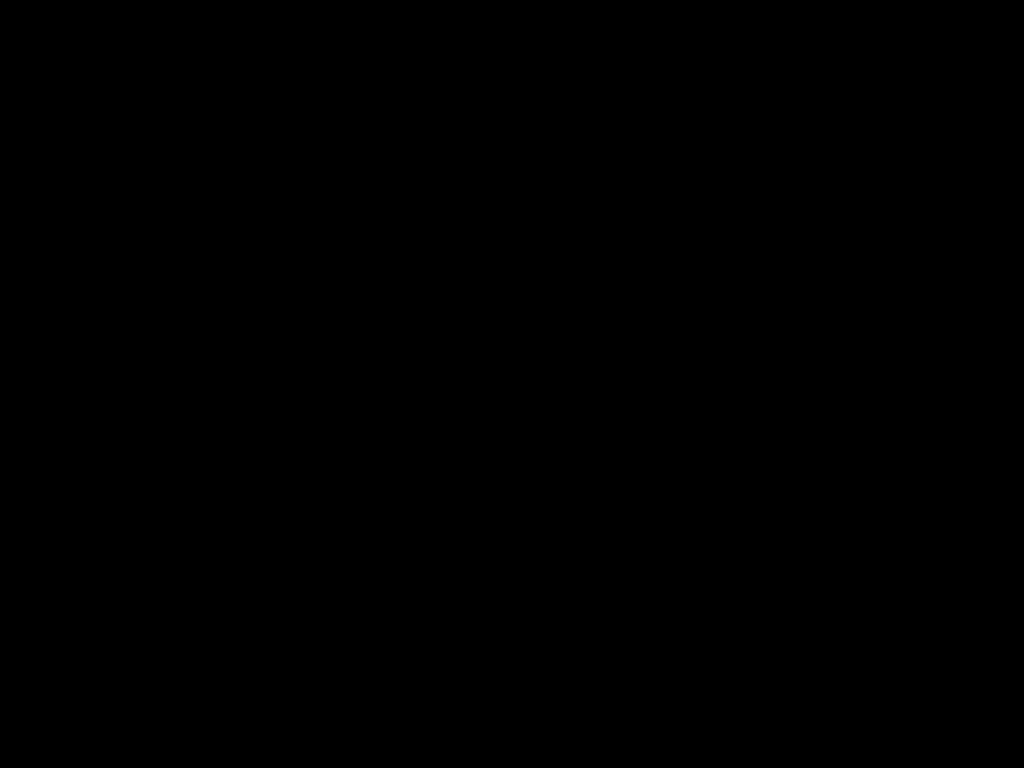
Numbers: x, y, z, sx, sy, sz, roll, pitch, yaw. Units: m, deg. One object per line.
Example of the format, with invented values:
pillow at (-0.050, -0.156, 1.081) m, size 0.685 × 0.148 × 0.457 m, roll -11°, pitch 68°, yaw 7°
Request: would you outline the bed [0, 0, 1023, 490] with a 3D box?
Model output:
bed at (-0.015, -0.282, 0.931) m, size 2.087 × 0.994 × 3.009 m, roll 1°, pitch 1°, yaw 7°
